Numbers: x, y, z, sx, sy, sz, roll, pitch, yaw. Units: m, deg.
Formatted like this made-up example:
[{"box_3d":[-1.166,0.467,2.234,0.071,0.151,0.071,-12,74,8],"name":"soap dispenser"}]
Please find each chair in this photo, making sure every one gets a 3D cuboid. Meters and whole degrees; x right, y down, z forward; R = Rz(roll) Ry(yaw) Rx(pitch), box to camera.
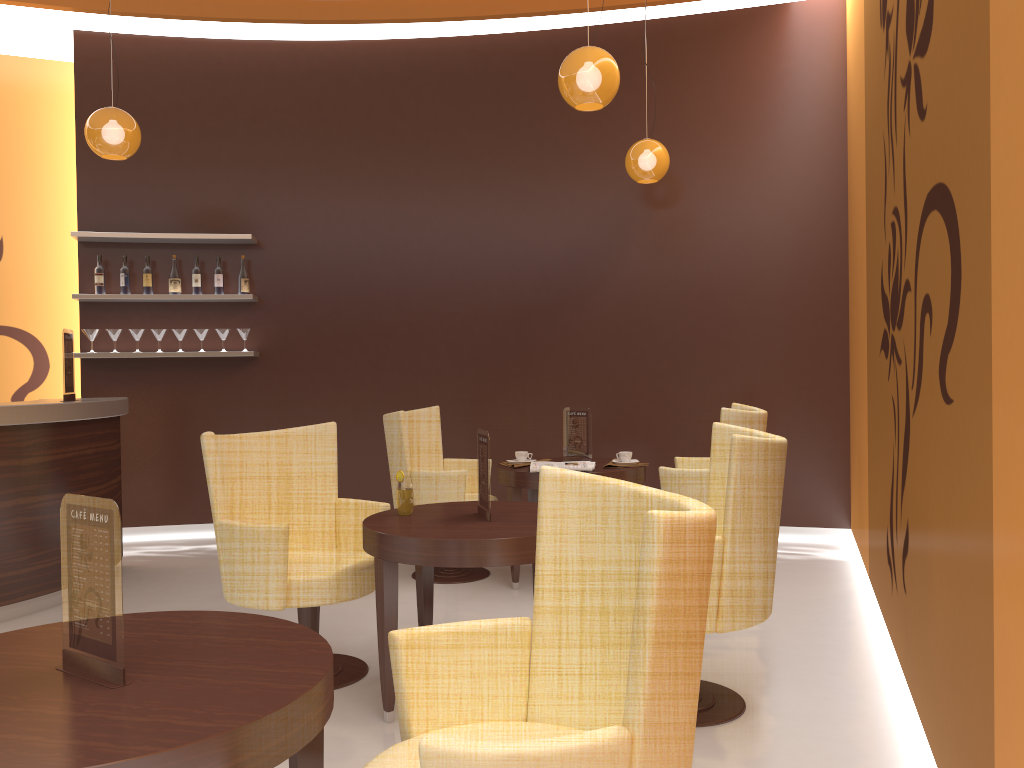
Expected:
[{"box_3d":[-0.429,0.654,5.404,0.685,1.017,0.729,-1,1,14],"name":"chair"},{"box_3d":[-0.886,0.686,3.674,0.685,1.017,0.729,0,1,34],"name":"chair"},{"box_3d":[0.035,0.702,1.681,0.685,1.017,0.729,-1,1,-14],"name":"chair"},{"box_3d":[1.161,0.633,5.251,0.685,1.017,0.729,-1,1,17],"name":"chair"},{"box_3d":[0.662,0.670,3.272,0.685,1.017,0.729,-1,1,6],"name":"chair"}]

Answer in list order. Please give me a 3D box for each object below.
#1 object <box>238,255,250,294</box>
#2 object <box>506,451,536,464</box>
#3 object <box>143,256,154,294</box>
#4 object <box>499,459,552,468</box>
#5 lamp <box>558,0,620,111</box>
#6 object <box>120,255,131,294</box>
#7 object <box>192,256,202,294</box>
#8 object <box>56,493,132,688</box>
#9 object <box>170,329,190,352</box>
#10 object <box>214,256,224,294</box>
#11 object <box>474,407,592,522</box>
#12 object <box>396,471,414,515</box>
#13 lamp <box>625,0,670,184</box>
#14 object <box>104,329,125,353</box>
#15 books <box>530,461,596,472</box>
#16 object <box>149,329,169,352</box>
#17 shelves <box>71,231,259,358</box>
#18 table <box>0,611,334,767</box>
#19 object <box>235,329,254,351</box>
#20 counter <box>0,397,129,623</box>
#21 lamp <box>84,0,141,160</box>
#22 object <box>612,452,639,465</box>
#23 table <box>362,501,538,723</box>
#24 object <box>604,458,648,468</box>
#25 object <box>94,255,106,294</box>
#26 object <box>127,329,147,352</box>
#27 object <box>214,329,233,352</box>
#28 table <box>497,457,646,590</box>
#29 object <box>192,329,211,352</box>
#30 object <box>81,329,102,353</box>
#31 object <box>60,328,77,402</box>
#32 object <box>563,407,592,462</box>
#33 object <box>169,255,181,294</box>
[{"box_3d":[-2.026,-0.816,6.687,0.086,0.303,0.086,0,1,32],"name":"object"},{"box_3d":[0.056,0.439,5.280,0.153,0.069,0.153,0,1,44],"name":"object"},{"box_3d":[-2.696,-0.800,6.568,0.073,0.297,0.073,-1,1,15],"name":"object"},{"box_3d":[0.038,0.468,5.283,0.239,0.021,0.464,0,1,31],"name":"object"},{"box_3d":[0.361,-2.083,4.260,0.299,1.500,0.299,-1,1,-30],"name":"lamp"},{"box_3d":[-2.847,-0.797,6.528,0.073,0.297,0.073,-1,1,-35],"name":"object"},{"box_3d":[-2.357,-0.805,6.636,0.073,0.297,0.073,-1,1,-35],"name":"object"},{"box_3d":[-0.786,0.377,1.656,0.209,0.335,0.042,0,1,36],"name":"object"},{"box_3d":[-2.478,-0.321,6.627,0.137,0.174,0.137,-1,1,-7],"name":"object"},{"box_3d":[-2.201,-0.808,6.662,0.073,0.297,0.073,-1,1,-35],"name":"object"},{"box_3d":[0.148,0.324,4.292,0.187,0.335,2.090,-1,1,14],"name":"object"},{"box_3d":[-0.421,0.427,3.468,0.072,0.171,0.067,-1,1,0],"name":"object"},{"box_3d":[0.904,-2.116,5.975,0.299,1.500,0.299,-1,1,18],"name":"lamp"},{"box_3d":[-2.922,-0.314,6.524,0.137,0.174,0.137,-1,1,-18],"name":"object"},{"box_3d":[0.279,0.462,4.982,0.367,0.035,0.345,-1,1,8],"name":"books"},{"box_3d":[-2.621,-0.318,6.594,0.137,0.174,0.137,-1,1,-7],"name":"object"},{"box_3d":[-4.119,-0.616,5.856,4.744,0.902,0.586,-1,1,-25],"name":"shelves"},{"box_3d":[-0.776,0.884,1.672,0.874,0.679,0.872,-1,1,-36],"name":"table"},{"box_3d":[-2.019,-0.329,6.704,0.137,0.174,0.137,-1,1,-7],"name":"object"},{"box_3d":[-3.493,0.670,4.549,2.917,1.100,1.586,-1,1,-27],"name":"counter"},{"box_3d":[-2.308,-2.056,5.105,0.299,1.500,0.299,0,1,36],"name":"lamp"},{"box_3d":[0.663,0.432,5.164,0.153,0.069,0.153,-1,1,1],"name":"object"},{"box_3d":[-0.124,0.849,3.386,0.874,0.679,0.872,-2,1,-41],"name":"table"},{"box_3d":[0.678,0.461,5.153,0.239,0.021,0.464,-1,1,14],"name":"object"},{"box_3d":[-3.012,-0.794,6.482,0.073,0.297,0.073,-1,1,-35],"name":"object"},{"box_3d":[-2.772,-0.317,6.563,0.137,0.174,0.137,-1,1,-7],"name":"object"},{"box_3d":[-2.172,-0.326,6.679,0.137,0.174,0.137,0,1,42],"name":"object"},{"box_3d":[0.353,0.814,5.240,0.874,0.679,0.872,-1,1,-36],"name":"table"},{"box_3d":[-2.327,-0.323,6.654,0.137,0.174,0.137,-1,1,-7],"name":"object"},{"box_3d":[-3.072,-0.312,6.484,0.137,0.174,0.137,-1,1,-18],"name":"object"},{"box_3d":[-2.557,-0.109,5.118,0.052,0.414,0.258,-1,1,-14],"name":"object"},{"box_3d":[0.388,0.306,5.260,0.209,0.335,0.042,0,1,41],"name":"object"},{"box_3d":[-2.515,-0.808,6.614,0.086,0.303,0.086,-1,1,1],"name":"object"}]
